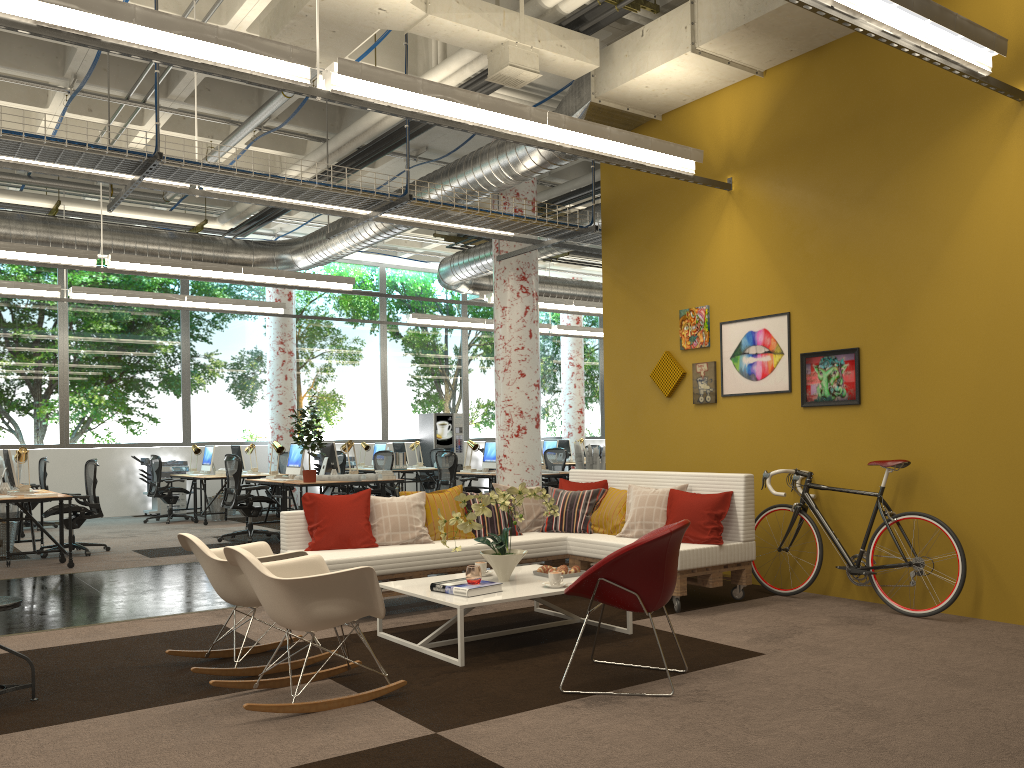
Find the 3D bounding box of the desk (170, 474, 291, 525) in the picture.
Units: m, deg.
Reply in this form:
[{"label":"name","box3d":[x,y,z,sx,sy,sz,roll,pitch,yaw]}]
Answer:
[{"label":"desk","box3d":[-4.659,1.855,14.594,1.401,0.723,1.943,1,-4,-35]}]

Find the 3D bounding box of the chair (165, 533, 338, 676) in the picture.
[{"label":"chair","box3d":[-1.446,1.179,4.908,0.794,0.753,0.615,1,-2,-36]}]

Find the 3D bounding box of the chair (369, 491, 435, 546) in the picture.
[{"label":"chair","box3d":[-0.874,1.029,6.708,0.524,0.401,0.332,0,-2,-17]}]

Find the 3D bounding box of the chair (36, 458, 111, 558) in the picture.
[{"label":"chair","box3d":[-5.016,1.400,10.116,0.771,1.085,0.792,-2,-2,38]}]

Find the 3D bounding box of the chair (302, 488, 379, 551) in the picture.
[{"label":"chair","box3d":[-1.268,1.000,6.484,0.534,0.444,0.302,0,-2,-19]}]

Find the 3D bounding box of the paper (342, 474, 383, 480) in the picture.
[{"label":"paper","box3d":[-2.147,1.165,11.085,1.134,0.082,0.083,-2,-2,19]}]

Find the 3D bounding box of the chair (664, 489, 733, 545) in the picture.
[{"label":"chair","box3d":[1.340,0.978,6.486,0.519,0.394,0.335,-3,-2,32]}]

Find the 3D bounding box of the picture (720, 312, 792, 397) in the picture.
[{"label":"picture","box3d":[1.982,-0.229,7.245,0.018,0.632,0.707,-1,-2,-36]}]

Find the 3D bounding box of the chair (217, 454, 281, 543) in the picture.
[{"label":"chair","box3d":[-3.317,1.415,11.135,0.771,1.085,0.792,-2,-2,38]}]

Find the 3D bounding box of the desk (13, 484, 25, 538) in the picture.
[{"label":"desk","box3d":[-7.739,1.767,12.396,1.401,0.723,1.943,1,-4,-35]}]

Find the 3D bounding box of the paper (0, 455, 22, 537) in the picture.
[{"label":"paper","box3d":[-6.674,1.463,11.620,0.441,1.197,0.412,-2,-1,32]}]

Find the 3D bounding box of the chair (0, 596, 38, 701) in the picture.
[{"label":"chair","box3d":[-2.493,1.274,4.168,0.346,0.497,0.338,-1,-2,14]}]

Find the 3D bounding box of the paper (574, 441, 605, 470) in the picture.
[{"label":"paper","box3d":[1.107,1.398,12.622,0.441,1.197,0.412,-2,-1,32]}]

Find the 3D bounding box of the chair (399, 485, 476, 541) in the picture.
[{"label":"chair","box3d":[-0.582,1.022,6.955,0.546,0.438,0.317,0,-2,-23]}]

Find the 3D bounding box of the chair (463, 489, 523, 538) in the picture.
[{"label":"chair","box3d":[-0.187,1.062,7.162,0.523,0.407,0.341,0,-2,-20]}]

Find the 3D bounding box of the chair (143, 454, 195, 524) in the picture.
[{"label":"chair","box3d":[-5.506,1.668,14.206,0.771,1.085,0.792,-2,-2,38]}]

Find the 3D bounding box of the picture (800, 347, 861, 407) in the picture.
[{"label":"picture","box3d":[2.401,-0.043,6.676,0.042,0.418,0.503,-1,-2,-36]}]

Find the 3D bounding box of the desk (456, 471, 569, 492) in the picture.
[{"label":"desk","box3d":[0.042,1.701,13.398,1.401,0.723,1.943,1,-4,-35]}]

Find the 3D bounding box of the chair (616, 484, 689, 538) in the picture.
[{"label":"chair","box3d":[1.079,0.984,6.825,0.526,0.427,0.312,-3,-2,33]}]

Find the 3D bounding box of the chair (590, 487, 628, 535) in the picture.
[{"label":"chair","box3d":[0.851,1.041,7.163,0.366,0.381,0.522,1,-3,-39]}]

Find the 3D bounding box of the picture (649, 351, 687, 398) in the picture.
[{"label":"picture","box3d":[1.410,-0.088,8.020,0.047,0.424,0.425,-1,-2,-36]}]

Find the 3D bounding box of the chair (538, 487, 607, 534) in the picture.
[{"label":"chair","box3d":[0.495,1.058,7.358,0.517,0.392,0.358,-2,-2,24]}]

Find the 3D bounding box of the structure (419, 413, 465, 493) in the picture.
[{"label":"structure","box3d":[-1.493,1.537,18.908,0.750,1.809,0.639,0,-1,-36]}]

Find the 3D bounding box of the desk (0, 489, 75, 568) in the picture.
[{"label":"desk","box3d":[-5.538,1.533,9.298,1.401,0.723,1.943,1,-4,-35]}]

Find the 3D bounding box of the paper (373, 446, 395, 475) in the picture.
[{"label":"paper","box3d":[-2.529,1.780,17.690,0.441,1.197,0.412,-2,-1,32]}]

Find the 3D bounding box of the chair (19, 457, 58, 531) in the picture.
[{"label":"chair","box3d":[-7.216,1.633,13.213,0.771,1.085,0.792,-2,-2,38]}]

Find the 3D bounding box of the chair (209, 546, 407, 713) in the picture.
[{"label":"chair","box3d":[-0.984,1.130,4.261,0.794,0.753,0.615,1,-2,-36]}]

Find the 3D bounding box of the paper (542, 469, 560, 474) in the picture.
[{"label":"paper","box3d":[0.330,1.272,12.781,0.626,0.061,0.569,2,-5,-38]}]

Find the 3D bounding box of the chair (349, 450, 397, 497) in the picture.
[{"label":"chair","box3d":[-1.947,1.468,12.341,0.771,1.085,0.792,-2,-2,38]}]

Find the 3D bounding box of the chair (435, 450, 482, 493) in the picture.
[{"label":"chair","box3d":[-0.805,1.514,13.010,0.771,1.085,0.792,-2,-2,38]}]

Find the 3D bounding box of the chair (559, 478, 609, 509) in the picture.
[{"label":"chair","box3d":[0.600,1.035,7.635,0.534,0.437,0.287,-2,-2,27]}]

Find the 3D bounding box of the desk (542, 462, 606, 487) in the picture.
[{"label":"desk","box3d":[1.129,2.022,18.724,1.401,0.723,1.943,1,-4,-35]}]

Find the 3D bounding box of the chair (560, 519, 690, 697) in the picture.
[{"label":"chair","box3d":[0.581,1.082,4.450,0.637,0.811,0.835,-2,-2,29]}]

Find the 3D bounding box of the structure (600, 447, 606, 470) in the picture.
[{"label":"structure","box3d":[2.413,2.025,21.688,1.058,1.057,0.504,1,-2,-36]}]

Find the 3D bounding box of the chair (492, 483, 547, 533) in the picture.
[{"label":"chair","box3d":[0.108,1.045,7.458,0.545,0.437,0.335,0,-2,-30]}]

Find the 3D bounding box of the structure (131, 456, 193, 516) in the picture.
[{"label":"structure","box3d":[-6.110,1.780,15.603,1.058,1.057,0.504,1,-2,-36]}]

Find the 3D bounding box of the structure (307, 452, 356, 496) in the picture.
[{"label":"structure","box3d":[-3.476,1.856,17.486,1.058,1.057,0.504,1,-2,-36]}]

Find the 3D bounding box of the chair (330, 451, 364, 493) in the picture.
[{"label":"chair","box3d":[-2.963,1.741,16.021,0.771,1.085,0.792,-2,-2,38]}]

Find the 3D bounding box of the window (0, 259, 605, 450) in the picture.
[{"label":"window","box3d":[-3.511,-0.668,17.936,26.203,3.760,0.050,2,-2,-36]}]

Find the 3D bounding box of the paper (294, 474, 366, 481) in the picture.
[{"label":"paper","box3d":[-2.284,1.161,10.989,1.135,0.082,0.083,-3,-3,29]}]

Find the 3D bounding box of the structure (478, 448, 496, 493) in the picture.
[{"label":"structure","box3d":[-0.231,1.949,19.802,1.058,1.057,0.504,1,-2,-36]}]

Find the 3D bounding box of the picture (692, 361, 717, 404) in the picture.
[{"label":"picture","box3d":[1.669,-0.009,7.677,0.027,0.355,0.252,-1,-2,-36]}]

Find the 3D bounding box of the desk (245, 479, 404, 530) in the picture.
[{"label":"desk","box3d":[-2.469,1.602,11.523,1.401,0.724,1.943,1,-4,-35]}]

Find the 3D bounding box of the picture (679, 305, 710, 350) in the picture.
[{"label":"picture","box3d":[1.601,-0.490,7.766,0.027,0.355,0.331,-1,-2,-36]}]

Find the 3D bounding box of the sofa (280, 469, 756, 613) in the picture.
[{"label":"sofa","box3d":[0.049,1.148,6.465,2.855,0.930,2.021,1,-4,-35]}]

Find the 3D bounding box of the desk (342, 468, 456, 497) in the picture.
[{"label":"desk","box3d":[-2.116,1.929,16.409,1.401,0.723,1.943,1,-4,-35]}]

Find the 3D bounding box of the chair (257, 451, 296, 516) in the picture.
[{"label":"chair","box3d":[-4.136,1.721,15.412,0.771,1.085,0.792,-2,-2,38]}]
